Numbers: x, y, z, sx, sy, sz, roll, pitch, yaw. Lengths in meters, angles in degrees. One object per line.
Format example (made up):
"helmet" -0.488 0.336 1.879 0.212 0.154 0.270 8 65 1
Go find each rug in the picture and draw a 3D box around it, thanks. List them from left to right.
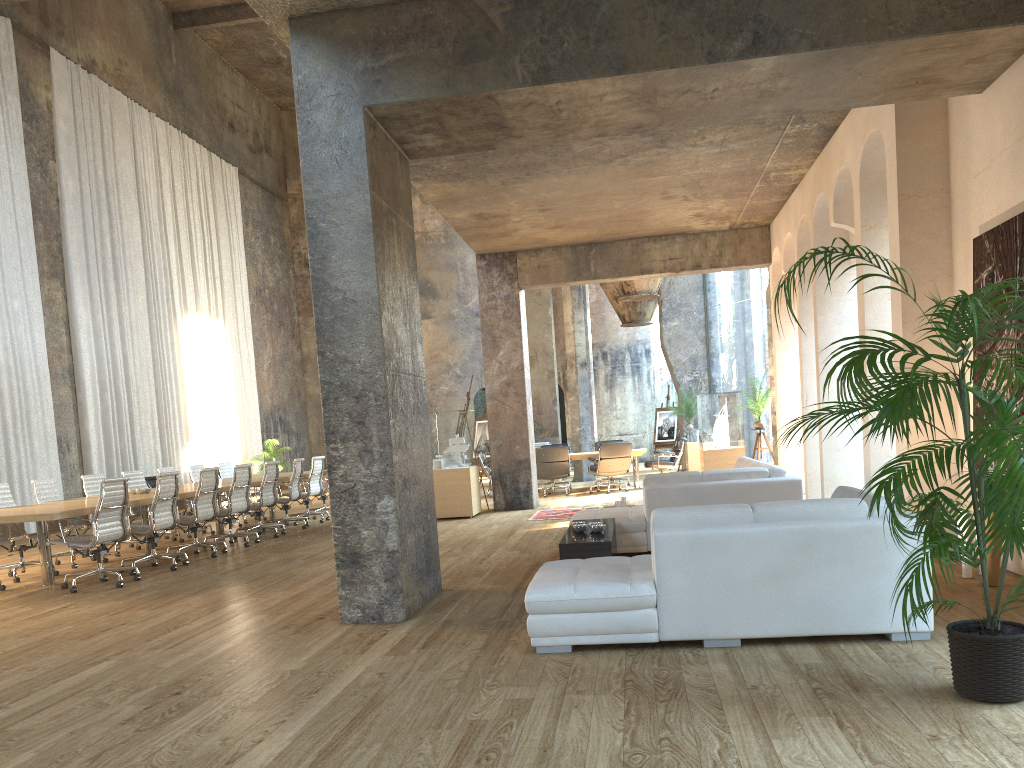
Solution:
"rug" 1.504 1.740 12.098 2.465 0.009 1.339 -4 -3 8

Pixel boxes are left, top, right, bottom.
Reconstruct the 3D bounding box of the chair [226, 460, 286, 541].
"chair" -3.470 1.572 11.890 0.700 1.033 0.660 -4 2 13

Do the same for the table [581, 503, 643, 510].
"table" 1.257 1.540 10.239 0.860 0.248 0.368 -4 -1 8

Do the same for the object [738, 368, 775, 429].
"object" 3.800 0.226 13.564 0.687 0.946 0.855 -4 1 -2

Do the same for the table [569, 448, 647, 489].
"table" 1.309 1.643 16.355 2.412 0.705 1.099 -4 -1 8

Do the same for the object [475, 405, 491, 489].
"object" -0.548 1.213 18.813 0.702 2.163 0.678 -1 5 40

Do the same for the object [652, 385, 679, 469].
"object" 3.950 1.087 22.267 0.702 2.163 0.677 -1 5 37

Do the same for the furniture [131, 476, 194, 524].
"furniture" -6.615 2.165 16.968 0.709 0.846 1.862 -4 -2 8

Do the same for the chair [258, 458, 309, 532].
"chair" -3.339 1.614 12.811 0.700 1.033 0.660 -4 2 7

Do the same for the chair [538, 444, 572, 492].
"chair" 0.807 1.629 17.184 0.731 0.899 0.815 -4 1 15

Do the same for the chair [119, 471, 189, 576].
"chair" -3.829 1.450 9.226 0.700 1.033 0.660 -4 2 11

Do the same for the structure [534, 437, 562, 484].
"structure" 0.673 1.699 19.392 0.744 1.022 0.730 -4 2 8

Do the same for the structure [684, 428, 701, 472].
"structure" 3.875 1.375 17.621 0.736 1.022 0.738 -4 2 8

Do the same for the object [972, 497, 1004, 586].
"object" 3.024 0.961 5.556 0.174 0.635 0.236 -4 4 -4

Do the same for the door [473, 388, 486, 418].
"door" -0.860 1.286 27.687 0.897 2.314 0.091 -6 5 -34

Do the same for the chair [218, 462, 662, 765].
"chair" -1.700 1.585 14.264 12.965 1.038 31.346 -4 -3 8

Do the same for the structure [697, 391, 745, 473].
"structure" 3.153 0.917 13.231 0.595 1.559 0.737 -4 3 8

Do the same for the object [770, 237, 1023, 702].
"object" 1.775 0.334 3.480 1.404 1.826 1.346 -4 2 14

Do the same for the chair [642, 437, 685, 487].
"chair" 2.775 1.433 16.137 0.821 0.899 0.726 -4 1 2

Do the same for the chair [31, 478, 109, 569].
"chair" -5.099 1.593 10.196 0.700 1.033 0.660 -4 2 7

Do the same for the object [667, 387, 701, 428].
"object" 3.663 0.517 18.664 0.860 0.947 0.683 -4 2 11

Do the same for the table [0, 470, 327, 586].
"table" -4.246 1.741 11.588 1.603 0.762 7.675 -4 -3 8

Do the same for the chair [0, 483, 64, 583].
"chair" -5.214 1.555 9.350 0.700 1.033 0.660 -3 2 16

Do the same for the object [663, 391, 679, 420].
"object" 4.012 0.626 21.090 0.689 0.946 0.852 -3 1 28

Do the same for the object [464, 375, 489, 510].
"object" -0.770 0.948 13.734 0.685 2.163 0.695 -4 4 7

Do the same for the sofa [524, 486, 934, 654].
"sofa" 1.140 1.018 4.994 2.069 0.726 1.065 -4 -1 8

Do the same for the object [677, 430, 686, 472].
"object" 3.872 1.454 18.639 0.571 0.979 0.653 -2 3 44

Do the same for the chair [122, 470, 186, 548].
"chair" -4.865 1.676 11.988 0.700 1.033 0.660 -3 2 16

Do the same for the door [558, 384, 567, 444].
"door" 1.487 1.270 27.361 0.110 2.651 0.902 -8 5 -40

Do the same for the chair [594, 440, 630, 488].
"chair" 1.911 1.543 17.027 0.730 0.899 0.816 -4 1 9

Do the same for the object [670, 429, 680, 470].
"object" 4.131 1.573 21.132 0.658 0.980 0.567 -4 3 2

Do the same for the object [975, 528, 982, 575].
"object" 3.175 1.061 5.917 0.101 0.455 0.100 -1 5 32

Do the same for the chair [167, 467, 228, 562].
"chair" -3.708 1.492 10.133 0.700 1.033 0.660 -4 2 13

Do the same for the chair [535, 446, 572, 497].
"chair" 0.710 1.555 15.706 0.730 0.899 0.817 -4 1 2

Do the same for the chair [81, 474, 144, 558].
"chair" -4.986 1.636 11.119 0.700 1.033 0.660 -4 2 13

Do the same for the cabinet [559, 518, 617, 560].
"cabinet" 0.618 1.342 6.989 0.396 0.371 1.554 -4 -3 8

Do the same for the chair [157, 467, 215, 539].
"chair" -4.748 1.717 12.876 0.700 1.033 0.660 -4 2 13

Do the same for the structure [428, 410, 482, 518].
"structure" -0.849 1.179 12.872 0.595 1.559 0.737 -4 3 8

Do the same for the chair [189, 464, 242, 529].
"chair" -4.627 1.758 13.783 0.700 1.033 0.660 -4 2 11

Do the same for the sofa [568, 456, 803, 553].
"sofa" 1.701 1.206 9.144 2.066 0.726 2.914 -4 -3 8

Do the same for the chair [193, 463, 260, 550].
"chair" -3.590 1.533 11.021 0.700 1.033 0.660 -3 2 16

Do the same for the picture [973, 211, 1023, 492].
"picture" 3.190 -0.166 5.509 0.069 1.783 1.493 -3 1 8

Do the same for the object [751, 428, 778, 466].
"object" 3.805 1.183 13.642 0.655 0.980 0.570 -5 3 -28

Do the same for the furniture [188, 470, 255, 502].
"furniture" -6.296 2.272 19.326 0.709 0.846 1.862 -4 -2 8

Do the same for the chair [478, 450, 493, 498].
"chair" -0.233 1.669 16.576 0.821 0.899 0.725 -4 1 4

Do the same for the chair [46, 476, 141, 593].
"chair" -3.958 1.408 8.290 0.700 1.033 0.660 -3 2 14

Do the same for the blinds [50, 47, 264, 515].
"blinds" -7.524 -1.597 19.904 0.275 8.705 7.777 -3 1 9

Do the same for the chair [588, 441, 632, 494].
"chair" 1.713 1.478 15.595 0.727 0.899 0.820 -5 1 -19

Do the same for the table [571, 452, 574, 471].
"table" 1.971 2.014 22.527 1.873 0.550 0.936 -4 -1 8

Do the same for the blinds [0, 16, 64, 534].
"blinds" -8.681 -1.987 11.367 0.275 8.705 7.777 -3 1 9

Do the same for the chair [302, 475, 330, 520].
"chair" -3.152 1.695 14.516 0.700 1.033 0.660 -4 2 13

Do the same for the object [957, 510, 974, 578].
"object" 3.030 1.068 5.860 0.101 0.455 0.100 -1 5 32

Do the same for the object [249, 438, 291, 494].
"object" -6.199 2.154 22.835 1.091 1.467 1.123 -4 2 -1

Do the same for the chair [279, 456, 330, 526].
"chair" -3.233 1.653 13.657 0.700 1.033 0.660 -3 2 16

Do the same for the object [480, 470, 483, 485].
"object" -0.399 1.306 20.693 0.686 2.163 0.694 -1 5 34

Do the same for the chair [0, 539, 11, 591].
"chair" -5.301 1.514 8.493 0.700 1.033 0.660 -4 2 13
